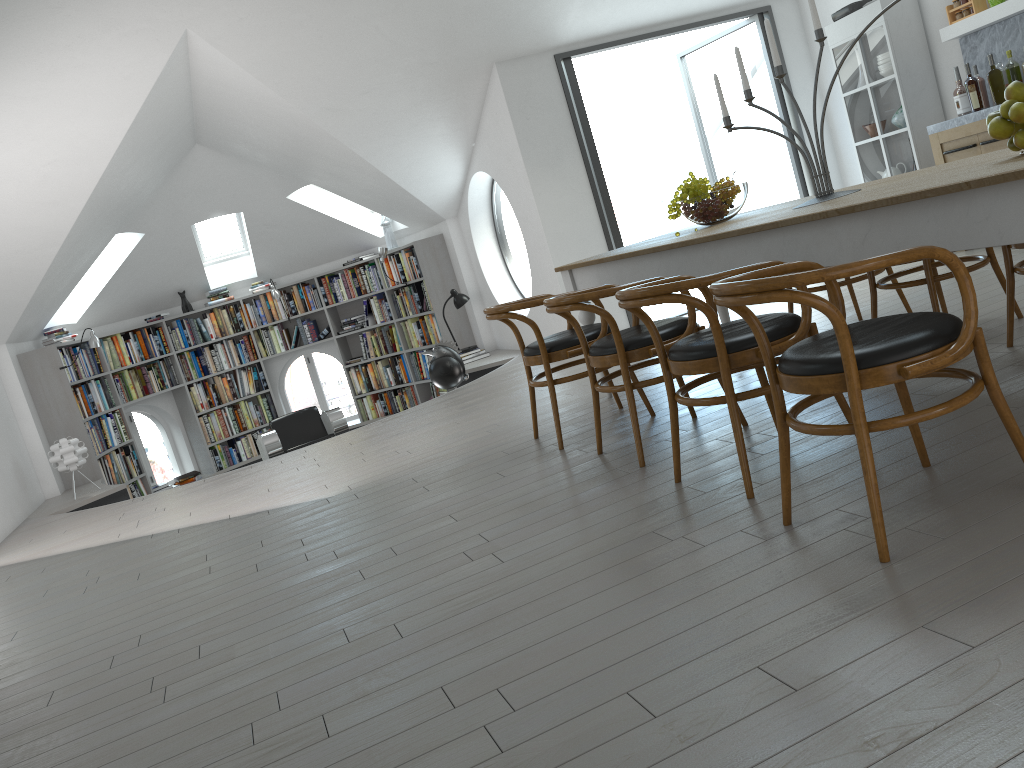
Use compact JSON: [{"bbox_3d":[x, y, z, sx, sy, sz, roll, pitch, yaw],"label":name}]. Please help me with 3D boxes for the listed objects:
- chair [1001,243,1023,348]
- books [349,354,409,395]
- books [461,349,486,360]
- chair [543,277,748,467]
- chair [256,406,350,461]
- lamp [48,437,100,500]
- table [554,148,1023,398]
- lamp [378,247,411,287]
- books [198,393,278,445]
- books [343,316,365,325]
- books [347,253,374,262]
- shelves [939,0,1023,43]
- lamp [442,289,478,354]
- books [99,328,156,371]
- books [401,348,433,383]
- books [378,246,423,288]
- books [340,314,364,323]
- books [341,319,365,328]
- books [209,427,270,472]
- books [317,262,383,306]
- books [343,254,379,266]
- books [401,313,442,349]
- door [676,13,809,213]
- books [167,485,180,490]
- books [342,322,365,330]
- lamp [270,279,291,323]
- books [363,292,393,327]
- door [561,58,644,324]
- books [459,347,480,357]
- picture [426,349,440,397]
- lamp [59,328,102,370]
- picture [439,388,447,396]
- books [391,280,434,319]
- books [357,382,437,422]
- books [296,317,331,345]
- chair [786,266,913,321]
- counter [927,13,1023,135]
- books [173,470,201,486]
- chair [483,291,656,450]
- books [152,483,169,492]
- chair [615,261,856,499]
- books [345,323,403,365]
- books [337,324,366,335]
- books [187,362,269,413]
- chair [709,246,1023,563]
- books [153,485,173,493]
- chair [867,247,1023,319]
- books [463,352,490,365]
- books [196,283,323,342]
[{"bbox_3d":[2.278,-0.579,3.484,0.623,0.732,0.528,-19,7,-14],"label":"chair"},{"bbox_3d":[-1.576,-0.137,10.833,0.870,0.349,0.273,-13,8,24],"label":"books"},{"bbox_3d":[-0.464,-0.296,9.235,0.287,0.034,0.304,-21,9,-27],"label":"books"},{"bbox_3d":[0.524,-0.089,3.724,0.623,0.732,0.527,-19,7,-17],"label":"chair"},{"bbox_3d":[-2.091,0.647,8.992,0.826,0.717,0.741,-20,8,-22],"label":"chair"},{"bbox_3d":[-3.812,0.723,7.694,0.307,0.523,0.305,-20,8,-28],"label":"lamp"},{"bbox_3d":[1.346,-0.363,3.661,1.021,0.796,3.351,-19,8,-17],"label":"table"},{"bbox_3d":[-1.310,-1.305,9.919,0.276,0.523,0.112,-20,7,-26],"label":"lamp"},{"bbox_3d":[-3.321,0.406,10.729,1.037,0.356,0.292,-22,9,-32],"label":"books"},{"bbox_3d":[-1.921,-0.784,10.878,0.226,0.036,0.215,-11,10,32],"label":"books"},{"bbox_3d":[-1.819,-1.517,10.661,0.247,0.027,0.234,-9,11,45],"label":"books"},{"bbox_3d":[4.289,-2.993,4.020,0.481,1.357,5.549,-20,9,-22],"label":"shelves"},{"bbox_3d":[-0.536,-0.663,9.197,0.322,0.658,0.234,-17,7,-2],"label":"lamp"},{"bbox_3d":[-4.346,-0.365,9.816,0.268,0.372,0.798,-13,9,26],"label":"books"},{"bbox_3d":[-0.854,-0.261,10.227,0.305,0.357,1.182,-22,10,-36],"label":"books"},{"bbox_3d":[-1.146,-1.358,10.059,0.294,0.361,1.012,-22,9,-34],"label":"books"},{"bbox_3d":[-1.930,-0.814,10.874,0.270,0.031,0.285,-23,10,-37],"label":"books"},{"bbox_3d":[-1.912,-0.754,10.881,0.285,0.031,0.271,-11,10,32],"label":"books"},{"bbox_3d":[-3.229,0.756,10.758,1.024,0.305,0.287,-22,9,-32],"label":"books"},{"bbox_3d":[-1.888,-1.234,10.697,0.966,0.366,0.308,-13,8,26],"label":"books"},{"bbox_3d":[-1.811,-1.491,10.664,0.335,0.036,0.318,-11,10,35],"label":"books"},{"bbox_3d":[-0.913,-0.631,10.135,0.277,0.346,1.019,-21,9,-32],"label":"books"},{"bbox_3d":[2.281,-2.201,8.544,0.080,2.339,1.050,-21,8,-32],"label":"door"},{"bbox_3d":[-3.990,1.233,9.988,0.387,0.042,0.368,-10,10,39],"label":"books"},{"bbox_3d":[-1.903,-0.725,10.885,0.285,0.031,0.271,-14,9,18],"label":"books"},{"bbox_3d":[-2.790,-0.987,10.614,0.113,0.565,0.358,-18,7,-10],"label":"lamp"},{"bbox_3d":[-1.540,-0.922,10.641,0.551,0.349,0.257,-12,8,29],"label":"books"},{"bbox_3d":[0.625,-1.627,8.024,0.080,2.339,1.052,-19,7,-17],"label":"door"},{"bbox_3d":[-0.473,-0.326,9.231,0.269,0.031,0.286,-18,8,-7],"label":"books"},{"bbox_3d":[-0.743,0.026,9.889,0.091,0.860,0.578,-20,8,-27],"label":"picture"},{"bbox_3d":[-4.194,-0.349,8.561,0.415,0.311,0.116,-20,7,-20],"label":"lamp"},{"bbox_3d":[-0.680,0.200,9.725,0.107,0.553,0.489,-20,8,-27],"label":"picture"},{"bbox_3d":[-1.031,-0.993,10.093,0.281,0.357,1.051,-21,9,-31],"label":"books"},{"bbox_3d":[-1.248,0.168,10.703,1.493,0.310,0.362,-11,9,34],"label":"books"},{"bbox_3d":[-2.401,-0.701,10.918,0.399,0.339,0.225,-16,7,3],"label":"books"},{"bbox_3d":[1.815,-0.646,4.861,0.623,0.732,0.527,-19,7,-17],"label":"chair"},{"bbox_3d":[4.479,-2.138,3.563,0.964,0.617,6.581,-19,8,-17],"label":"counter"},{"bbox_3d":[-3.750,1.095,10.249,0.319,0.099,0.292,-19,8,-16],"label":"books"},{"bbox_3d":[0.256,-0.110,4.401,0.623,0.732,0.528,-18,7,-14],"label":"chair"},{"bbox_3d":[-4.009,1.171,9.981,0.215,0.036,0.226,-24,11,-40],"label":"books"},{"bbox_3d":[0.742,-0.051,3.030,0.623,0.732,0.527,-20,8,-22],"label":"chair"},{"bbox_3d":[-1.614,-0.514,10.744,0.971,0.351,0.253,-13,8,25],"label":"books"},{"bbox_3d":[-1.894,-0.693,10.888,0.387,0.042,0.368,-13,9,23],"label":"books"},{"bbox_3d":[-3.442,0.043,10.677,1.002,0.350,0.297,-22,9,-33],"label":"books"},{"bbox_3d":[0.910,0.004,2.324,0.623,0.732,0.528,-19,7,-14],"label":"chair"},{"bbox_3d":[-4.000,1.201,9.984,0.271,0.031,0.285,-24,11,-40],"label":"books"},{"bbox_3d":[1.991,-0.593,4.156,0.623,0.732,0.527,-19,8,-20],"label":"chair"},{"bbox_3d":[-0.453,-0.261,9.239,0.366,0.042,0.388,-19,9,-17],"label":"books"},{"bbox_3d":[-3.062,-0.897,10.806,1.568,0.366,0.394,-18,8,-12],"label":"books"}]
